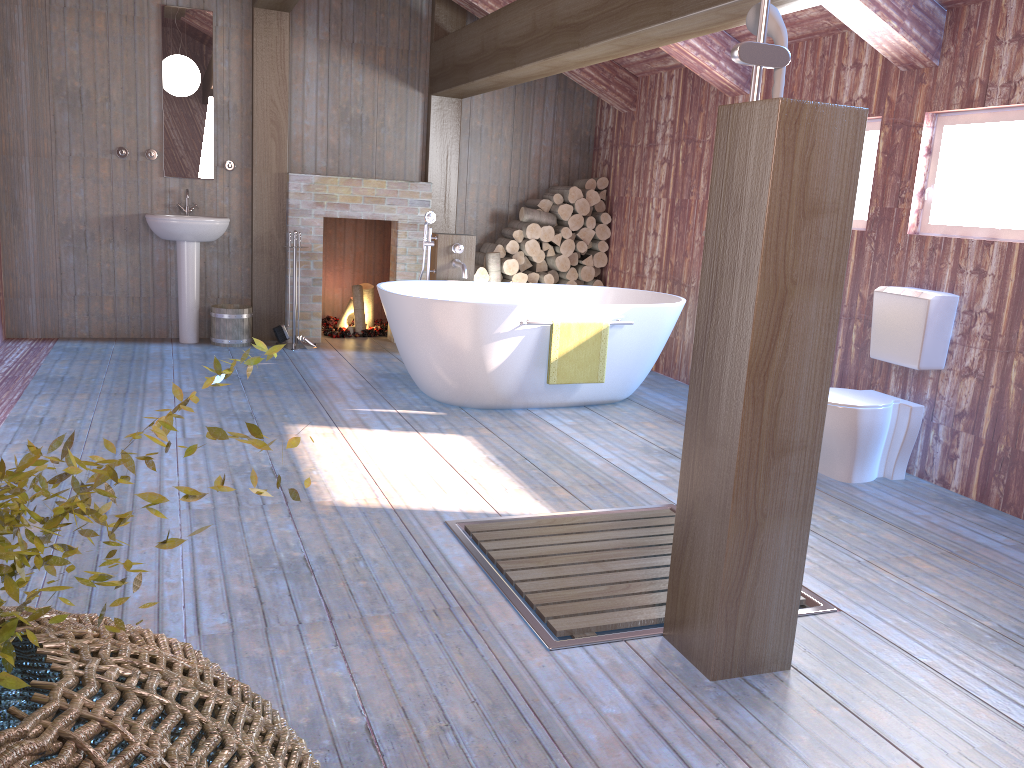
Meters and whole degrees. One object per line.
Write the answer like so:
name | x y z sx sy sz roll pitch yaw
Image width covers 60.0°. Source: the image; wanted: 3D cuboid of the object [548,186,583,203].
object | 0.448 -1.597 7.474 0.135 0.139 0.456 -1 12 -20

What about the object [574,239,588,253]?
object | 0.507 -1.191 7.569 0.102 0.109 0.438 -1 13 -21

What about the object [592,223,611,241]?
object | 0.688 -1.320 7.615 0.147 0.152 0.439 -1 13 -21

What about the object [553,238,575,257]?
object | 0.385 -1.168 7.529 0.136 0.157 0.439 -1 12 -20

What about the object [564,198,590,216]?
object | 0.496 -1.505 7.495 0.141 0.143 0.437 -1 13 -23

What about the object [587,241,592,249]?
object | 0.616 -1.212 7.658 0.088 0.092 0.280 -1 12 -20

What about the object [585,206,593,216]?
object | 0.572 -1.489 7.638 0.132 0.119 0.319 -1 12 -20

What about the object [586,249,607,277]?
object | 0.666 -1.043 7.678 0.137 0.256 0.439 -1 13 -21

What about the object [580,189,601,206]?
object | 0.595 -1.585 7.536 0.133 0.142 0.456 -1 12 -20

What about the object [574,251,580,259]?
object | 0.518 -1.107 7.580 0.065 0.069 0.177 -1 13 -22

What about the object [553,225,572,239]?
object | 0.374 -1.293 7.491 0.102 0.109 0.438 -1 13 -21

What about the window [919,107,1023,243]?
window | 2.279 -0.898 3.804 0.054 0.587 1.255 -1 12 -20

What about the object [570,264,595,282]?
object | 0.555 -0.972 7.649 0.137 0.133 0.437 -1 13 -23

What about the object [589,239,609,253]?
object | 0.690 -1.204 7.639 0.102 0.109 0.438 -1 13 -21

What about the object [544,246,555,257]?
object | 0.282 -1.135 7.500 0.085 0.096 0.280 -1 12 -20

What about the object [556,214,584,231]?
object | 0.451 -1.371 7.508 0.143 0.151 0.440 -1 13 -21

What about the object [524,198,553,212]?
object | 0.222 -1.502 7.493 0.140 0.121 0.319 -1 12 -20

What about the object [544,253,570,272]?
object | 0.338 -1.046 7.538 0.141 0.143 0.437 -1 13 -23

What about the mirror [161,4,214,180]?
mirror | -2.373 -2.119 6.500 0.350 1.199 0.009 -1 13 -21

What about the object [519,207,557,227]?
object | 0.213 -1.371 7.302 0.302 0.157 0.121 -1 12 -20

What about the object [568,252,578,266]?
object | 0.452 -1.080 7.560 0.111 0.118 0.302 -1 13 -22

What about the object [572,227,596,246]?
object | 0.535 -1.277 7.593 0.172 0.151 0.482 -1 12 -20

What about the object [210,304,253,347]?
object | -2.128 -0.444 6.729 0.309 0.290 0.308 1 12 -11

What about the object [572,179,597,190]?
object | 0.614 -1.684 7.537 0.104 0.121 0.270 -1 12 -20

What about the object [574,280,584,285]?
object | 0.504 -0.877 7.752 0.118 0.106 0.319 -1 13 -23

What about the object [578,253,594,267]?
object | 0.565 -1.084 7.618 0.115 0.112 0.423 -1 13 -21

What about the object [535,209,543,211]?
object | 0.167 -1.418 7.490 0.113 0.130 0.291 -1 12 -20

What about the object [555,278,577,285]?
object | 0.445 -0.847 7.594 0.116 0.117 0.289 -1 13 -23

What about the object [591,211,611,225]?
object | 0.708 -1.430 7.593 0.102 0.109 0.438 -1 13 -21

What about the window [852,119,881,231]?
window | 1.752 -1.227 5.220 0.054 0.587 1.255 -1 12 -20

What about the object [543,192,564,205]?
object | 0.345 -1.550 7.412 0.094 0.097 0.227 -1 12 -20

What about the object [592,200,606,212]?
object | 0.699 -1.531 7.607 0.107 0.115 0.269 -1 12 -20

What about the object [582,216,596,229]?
object | 0.583 -1.385 7.553 0.089 0.106 0.437 -1 12 -20

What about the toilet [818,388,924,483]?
toilet | 1.626 0.250 4.290 0.534 0.400 0.375 -1 12 -20

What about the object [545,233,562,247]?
object | 0.286 -1.222 7.473 0.109 0.124 0.424 -1 13 -22

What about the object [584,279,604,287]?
object | 0.640 -0.863 7.722 0.139 0.137 0.455 -1 13 -23

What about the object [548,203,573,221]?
object | 0.359 -1.461 7.470 0.139 0.148 0.458 -1 13 -21

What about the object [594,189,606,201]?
object | 0.707 -1.629 7.604 0.081 0.100 0.281 -1 13 -21

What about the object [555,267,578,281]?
object | 0.448 -0.953 7.576 0.114 0.113 0.301 -1 13 -23

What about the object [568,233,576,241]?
object | 0.447 -1.243 7.511 0.095 0.090 0.278 -1 12 -20

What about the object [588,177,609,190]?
object | 0.714 -1.709 7.571 0.112 0.113 0.271 -1 13 -21
